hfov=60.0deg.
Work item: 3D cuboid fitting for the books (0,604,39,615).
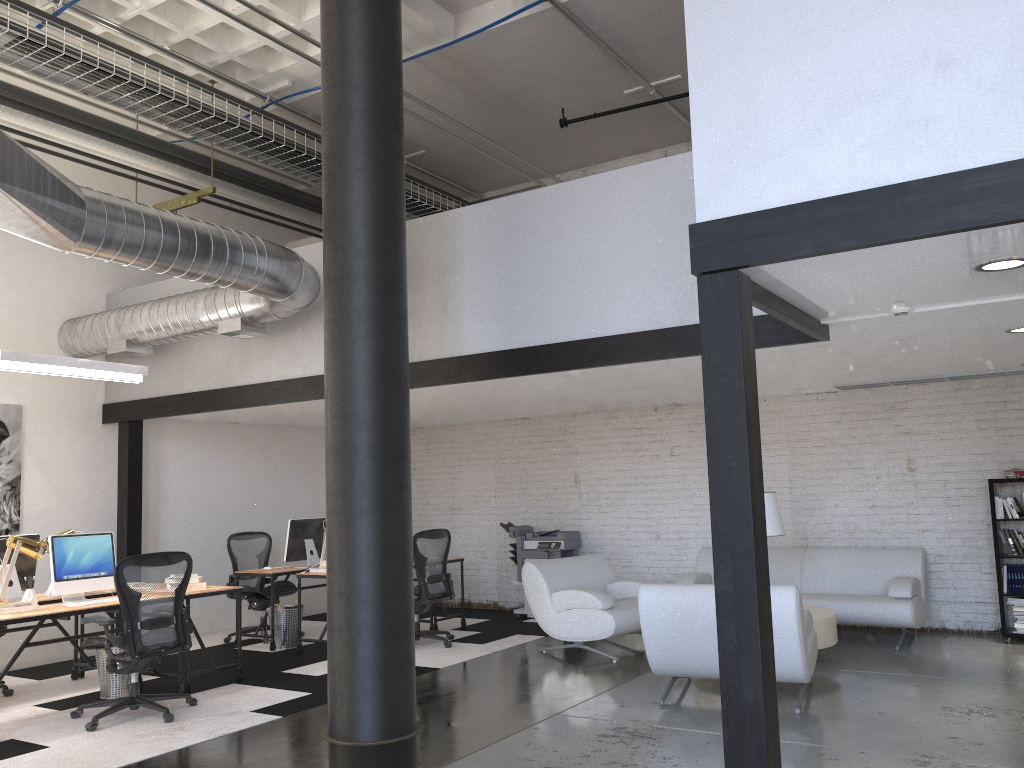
[{"bbox_3d":[-3.328,1.484,5.845,0.226,0.038,0.309,-6,-8,32],"label":"books"}]

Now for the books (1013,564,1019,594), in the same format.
[{"bbox_3d":[4.297,1.656,7.546,0.024,0.231,0.173,-6,-8,32],"label":"books"}]

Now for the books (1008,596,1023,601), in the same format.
[{"bbox_3d":[4.350,1.823,7.540,0.253,0.019,0.162,4,-9,-41],"label":"books"}]

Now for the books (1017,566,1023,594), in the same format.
[{"bbox_3d":[4.318,1.654,7.533,0.024,0.231,0.173,-6,-8,32],"label":"books"}]

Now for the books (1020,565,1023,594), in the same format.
[{"bbox_3d":[4.342,1.652,7.524,0.024,0.231,0.173,-6,-8,32],"label":"books"}]

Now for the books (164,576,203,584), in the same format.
[{"bbox_3d":[-2.610,1.557,7.055,0.257,0.044,0.193,-1,-7,-10],"label":"books"}]

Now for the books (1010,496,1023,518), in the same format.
[{"bbox_3d":[4.308,1.050,7.553,0.101,0.185,0.126,-6,-8,32],"label":"books"}]

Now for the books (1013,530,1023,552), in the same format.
[{"bbox_3d":[4.320,1.348,7.526,0.097,0.215,0.141,-6,-8,32],"label":"books"}]

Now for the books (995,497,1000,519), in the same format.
[{"bbox_3d":[4.188,1.064,7.640,0.025,0.187,0.138,-6,-7,32],"label":"books"}]

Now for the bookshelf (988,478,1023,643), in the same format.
[{"bbox_3d":[4.749,1.454,7.332,1.310,1.379,0.389,-6,-7,32],"label":"bookshelf"}]

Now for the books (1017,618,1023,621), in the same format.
[{"bbox_3d":[4.367,1.980,7.512,0.156,0.016,0.244,-6,-8,29],"label":"books"}]

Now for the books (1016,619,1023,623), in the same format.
[{"bbox_3d":[4.367,1.993,7.495,0.169,0.015,0.268,-7,-8,34],"label":"books"}]

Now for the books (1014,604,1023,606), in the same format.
[{"bbox_3d":[4.357,1.866,7.529,0.149,0.011,0.236,-7,-8,34],"label":"books"}]

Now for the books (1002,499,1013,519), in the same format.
[{"bbox_3d":[4.241,1.068,7.590,0.061,0.164,0.119,-6,-8,32],"label":"books"}]

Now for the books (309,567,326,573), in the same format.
[{"bbox_3d":[-1.702,1.729,8.284,0.226,0.038,0.309,-6,-8,32],"label":"books"}]

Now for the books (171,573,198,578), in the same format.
[{"bbox_3d":[-2.605,1.524,7.044,0.185,0.030,0.153,2,-8,-30],"label":"books"}]

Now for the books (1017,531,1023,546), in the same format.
[{"bbox_3d":[4.345,1.352,7.514,0.094,0.202,0.149,-6,-8,32],"label":"books"}]

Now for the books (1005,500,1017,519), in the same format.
[{"bbox_3d":[4.264,1.066,7.574,0.075,0.162,0.119,-6,-8,32],"label":"books"}]

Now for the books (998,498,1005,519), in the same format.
[{"bbox_3d":[4.207,1.069,7.619,0.028,0.171,0.124,-6,-7,32],"label":"books"}]

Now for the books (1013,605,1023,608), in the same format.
[{"bbox_3d":[4.344,1.878,7.524,0.148,0.011,0.265,-7,-8,34],"label":"books"}]

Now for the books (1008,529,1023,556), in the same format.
[{"bbox_3d":[4.294,1.348,7.540,0.104,0.218,0.160,-6,-8,32],"label":"books"}]

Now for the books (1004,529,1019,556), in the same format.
[{"bbox_3d":[4.264,1.351,7.571,0.086,0.221,0.160,-6,-8,32],"label":"books"}]

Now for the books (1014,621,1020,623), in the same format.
[{"bbox_3d":[4.358,2.007,7.489,0.169,0.015,0.268,-8,-9,39],"label":"books"}]

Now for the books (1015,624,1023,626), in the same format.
[{"bbox_3d":[4.376,2.020,7.486,0.216,0.013,0.286,-6,-8,31],"label":"books"}]

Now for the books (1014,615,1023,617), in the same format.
[{"bbox_3d":[4.350,1.954,7.508,0.148,0.011,0.265,-7,-8,34],"label":"books"}]

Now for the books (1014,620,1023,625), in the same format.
[{"bbox_3d":[4.377,2.007,7.479,0.233,0.011,0.289,-7,-8,34],"label":"books"}]

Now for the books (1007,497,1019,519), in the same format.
[{"bbox_3d":[4.282,1.056,7.570,0.081,0.180,0.118,-6,-8,32],"label":"books"}]

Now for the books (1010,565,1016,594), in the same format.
[{"bbox_3d":[4.277,1.659,7.559,0.024,0.231,0.173,-6,-8,32],"label":"books"}]

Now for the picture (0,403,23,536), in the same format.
[{"bbox_3d":[-4.592,0.746,7.612,0.049,1.181,0.732,-6,-7,32],"label":"picture"}]

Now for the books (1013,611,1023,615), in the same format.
[{"bbox_3d":[4.352,1.929,7.518,0.162,0.019,0.254,-7,-8,34],"label":"books"}]

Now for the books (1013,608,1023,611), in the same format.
[{"bbox_3d":[4.351,1.895,7.515,0.163,0.023,0.307,-7,-8,34],"label":"books"}]

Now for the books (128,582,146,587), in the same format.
[{"bbox_3d":[-3.230,1.683,7.422,0.235,0.024,0.200,-3,-7,6],"label":"books"}]

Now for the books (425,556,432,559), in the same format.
[{"bbox_3d":[-0.933,1.858,9.475,0.235,0.024,0.200,1,-8,-24],"label":"books"}]

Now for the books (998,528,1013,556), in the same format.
[{"bbox_3d":[4.229,1.353,7.586,0.097,0.225,0.162,-6,-8,32],"label":"books"}]

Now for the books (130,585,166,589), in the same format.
[{"bbox_3d":[-2.961,1.650,7.203,0.205,0.019,0.244,-3,-7,9],"label":"books"}]

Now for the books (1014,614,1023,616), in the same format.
[{"bbox_3d":[4.364,1.944,7.526,0.149,0.012,0.238,-8,-9,39],"label":"books"}]

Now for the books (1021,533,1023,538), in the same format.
[{"bbox_3d":[4.379,1.351,7.487,0.118,0.194,0.149,-6,-8,32],"label":"books"}]

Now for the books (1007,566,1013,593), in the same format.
[{"bbox_3d":[4.260,1.661,7.578,0.024,0.231,0.173,-6,-8,32],"label":"books"}]

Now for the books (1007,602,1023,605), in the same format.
[{"bbox_3d":[4.355,1.856,7.549,0.268,0.015,0.169,4,-9,-41],"label":"books"}]

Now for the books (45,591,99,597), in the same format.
[{"bbox_3d":[-3.420,1.617,6.902,0.226,0.038,0.309,-6,-8,32],"label":"books"}]

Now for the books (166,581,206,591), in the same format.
[{"bbox_3d":[-2.585,1.601,7.037,0.271,0.050,0.200,2,-8,-30],"label":"books"}]

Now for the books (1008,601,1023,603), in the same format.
[{"bbox_3d":[4.347,1.840,7.537,0.169,0.015,0.268,-9,-10,44],"label":"books"}]
